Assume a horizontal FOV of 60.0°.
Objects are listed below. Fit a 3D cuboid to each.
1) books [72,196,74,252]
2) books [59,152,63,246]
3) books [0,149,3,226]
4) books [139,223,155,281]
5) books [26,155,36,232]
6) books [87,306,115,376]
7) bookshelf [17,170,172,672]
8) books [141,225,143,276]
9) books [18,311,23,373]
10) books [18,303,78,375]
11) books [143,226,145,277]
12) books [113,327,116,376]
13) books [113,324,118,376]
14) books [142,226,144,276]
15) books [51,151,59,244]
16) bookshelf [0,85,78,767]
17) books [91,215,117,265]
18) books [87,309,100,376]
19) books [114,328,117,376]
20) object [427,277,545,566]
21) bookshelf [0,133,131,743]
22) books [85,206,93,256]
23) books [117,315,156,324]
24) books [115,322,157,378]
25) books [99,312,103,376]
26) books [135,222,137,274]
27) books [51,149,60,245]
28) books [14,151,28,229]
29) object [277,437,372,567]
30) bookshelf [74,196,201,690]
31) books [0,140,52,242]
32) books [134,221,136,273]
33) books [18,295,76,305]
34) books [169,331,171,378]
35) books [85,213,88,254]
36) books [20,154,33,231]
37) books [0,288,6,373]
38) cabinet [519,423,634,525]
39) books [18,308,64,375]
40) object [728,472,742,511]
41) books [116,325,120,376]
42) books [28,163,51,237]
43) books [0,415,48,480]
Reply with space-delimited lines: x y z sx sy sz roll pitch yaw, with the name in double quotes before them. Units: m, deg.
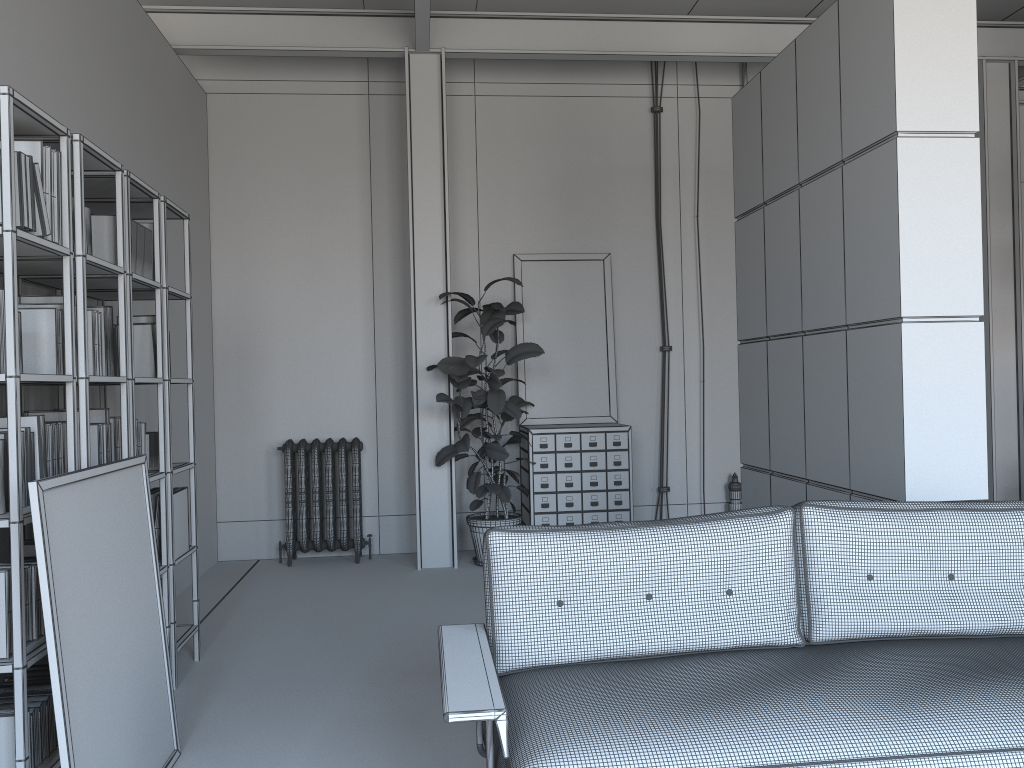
"books" -1.689 -0.568 3.232 0.178 0.244 0.077 -1 0 -7
"books" -1.668 -0.619 2.990 0.303 0.326 0.033 -1 0 -6
"books" -1.556 -0.576 2.612 0.164 0.223 0.052 -1 0 -6
"books" -1.769 -0.596 4.097 0.243 0.299 0.048 -1 0 -6
"books" -1.557 -0.580 2.715 0.186 0.236 0.022 -1 0 -6
"books" -1.763 -0.169 3.671 0.224 0.304 0.038 -1 0 -6
"bookshelf" -1.772 0.279 3.778 0.455 2.276 0.455 -1 0 -6
"books" -1.686 -0.569 3.819 0.182 0.240 0.016 -1 0 -6
"books" -1.682 -0.124 2.887 0.164 0.223 0.052 -1 0 -6
"books" -1.668 -0.152 3.164 0.193 0.265 0.091 -1 0 -6
"books" -1.689 -0.569 3.850 0.182 0.240 0.016 -1 0 -6
"books" -1.785 -0.127 3.795 0.165 0.227 0.022 -1 0 -6
"books" -1.813 -0.136 3.857 0.180 0.244 0.057 -1 0 -6
"books" -1.687 -0.569 3.834 0.182 0.240 0.016 -1 0 -6
"books" -1.665 -0.619 2.912 0.317 0.315 0.056 -1 0 -6
"bookshelf" -1.683 0.276 2.777 0.455 2.276 0.455 -1 0 -6
"books" -1.665 -0.570 3.616 0.182 0.240 0.016 -1 0 -6
"books" -1.692 -0.152 3.399 0.193 0.265 0.062 -1 0 -6
"books" -1.788 -0.127 3.817 0.165 0.227 0.022 -1 0 -6
"object" -0.196 0.285 6.638 0.868 2.157 1.270 -1 0 -5
"bookshelf" -1.714 0.277 3.267 0.455 2.276 0.455 -1 0 -6
"books" -1.731 -0.568 3.451 0.178 0.242 0.083 -1 0 -6
"books" -1.739 -0.172 4.193 0.224 0.304 0.071 -1 0 -6
"books" -1.730 -0.150 4.120 0.195 0.268 0.084 -1 0 -5
"books" -1.710 -0.151 3.462 0.193 0.265 0.062 -1 0 -6
"books" -1.678 -0.569 3.741 0.182 0.240 0.016 -1 0 -6
"books" -1.654 -0.621 2.956 0.272 0.326 0.027 -1 0 -6
"books" -1.551 -0.578 2.657 0.179 0.231 0.032 -1 0 -6
"object" -1.481 0.930 7.015 0.733 1.007 0.328 -1 0 -6
"bookshelf" -1.816 0.280 4.269 0.455 2.276 0.455 -1 0 -6
"books" -1.659 -0.618 2.850 0.319 0.318 0.068 -1 0 -6
"books" -1.676 -0.569 3.725 0.182 0.240 0.016 -1 0 -6
"books" -1.697 -0.172 3.252 0.222 0.303 0.071 -1 0 -6
"books" -1.773 -0.139 4.363 0.180 0.244 0.057 -1 0 -6
"books" -1.724 -0.563 3.396 0.180 0.238 0.027 -1 0 -6
"books" -1.555 -0.578 2.688 0.179 0.231 0.032 -1 0 -6
"books" -1.652 -0.154 2.732 0.204 0.278 0.065 -1 0 -6
"cabinet" 0.500 0.844 7.065 0.796 1.026 0.668 -1 0 -6
"books" -1.662 -0.141 3.082 0.178 0.244 0.057 -1 0 -6
"object" 1.897 1.070 7.502 0.173 0.647 0.206 -1 0 29
"books" -1.830 -0.135 3.915 0.180 0.244 0.057 -1 0 -6
"books" -1.563 -0.575 2.777 0.184 0.229 0.107 -1 0 -6
"books" -1.678 0.255 2.948 0.243 0.299 0.048 -1 0 -16
